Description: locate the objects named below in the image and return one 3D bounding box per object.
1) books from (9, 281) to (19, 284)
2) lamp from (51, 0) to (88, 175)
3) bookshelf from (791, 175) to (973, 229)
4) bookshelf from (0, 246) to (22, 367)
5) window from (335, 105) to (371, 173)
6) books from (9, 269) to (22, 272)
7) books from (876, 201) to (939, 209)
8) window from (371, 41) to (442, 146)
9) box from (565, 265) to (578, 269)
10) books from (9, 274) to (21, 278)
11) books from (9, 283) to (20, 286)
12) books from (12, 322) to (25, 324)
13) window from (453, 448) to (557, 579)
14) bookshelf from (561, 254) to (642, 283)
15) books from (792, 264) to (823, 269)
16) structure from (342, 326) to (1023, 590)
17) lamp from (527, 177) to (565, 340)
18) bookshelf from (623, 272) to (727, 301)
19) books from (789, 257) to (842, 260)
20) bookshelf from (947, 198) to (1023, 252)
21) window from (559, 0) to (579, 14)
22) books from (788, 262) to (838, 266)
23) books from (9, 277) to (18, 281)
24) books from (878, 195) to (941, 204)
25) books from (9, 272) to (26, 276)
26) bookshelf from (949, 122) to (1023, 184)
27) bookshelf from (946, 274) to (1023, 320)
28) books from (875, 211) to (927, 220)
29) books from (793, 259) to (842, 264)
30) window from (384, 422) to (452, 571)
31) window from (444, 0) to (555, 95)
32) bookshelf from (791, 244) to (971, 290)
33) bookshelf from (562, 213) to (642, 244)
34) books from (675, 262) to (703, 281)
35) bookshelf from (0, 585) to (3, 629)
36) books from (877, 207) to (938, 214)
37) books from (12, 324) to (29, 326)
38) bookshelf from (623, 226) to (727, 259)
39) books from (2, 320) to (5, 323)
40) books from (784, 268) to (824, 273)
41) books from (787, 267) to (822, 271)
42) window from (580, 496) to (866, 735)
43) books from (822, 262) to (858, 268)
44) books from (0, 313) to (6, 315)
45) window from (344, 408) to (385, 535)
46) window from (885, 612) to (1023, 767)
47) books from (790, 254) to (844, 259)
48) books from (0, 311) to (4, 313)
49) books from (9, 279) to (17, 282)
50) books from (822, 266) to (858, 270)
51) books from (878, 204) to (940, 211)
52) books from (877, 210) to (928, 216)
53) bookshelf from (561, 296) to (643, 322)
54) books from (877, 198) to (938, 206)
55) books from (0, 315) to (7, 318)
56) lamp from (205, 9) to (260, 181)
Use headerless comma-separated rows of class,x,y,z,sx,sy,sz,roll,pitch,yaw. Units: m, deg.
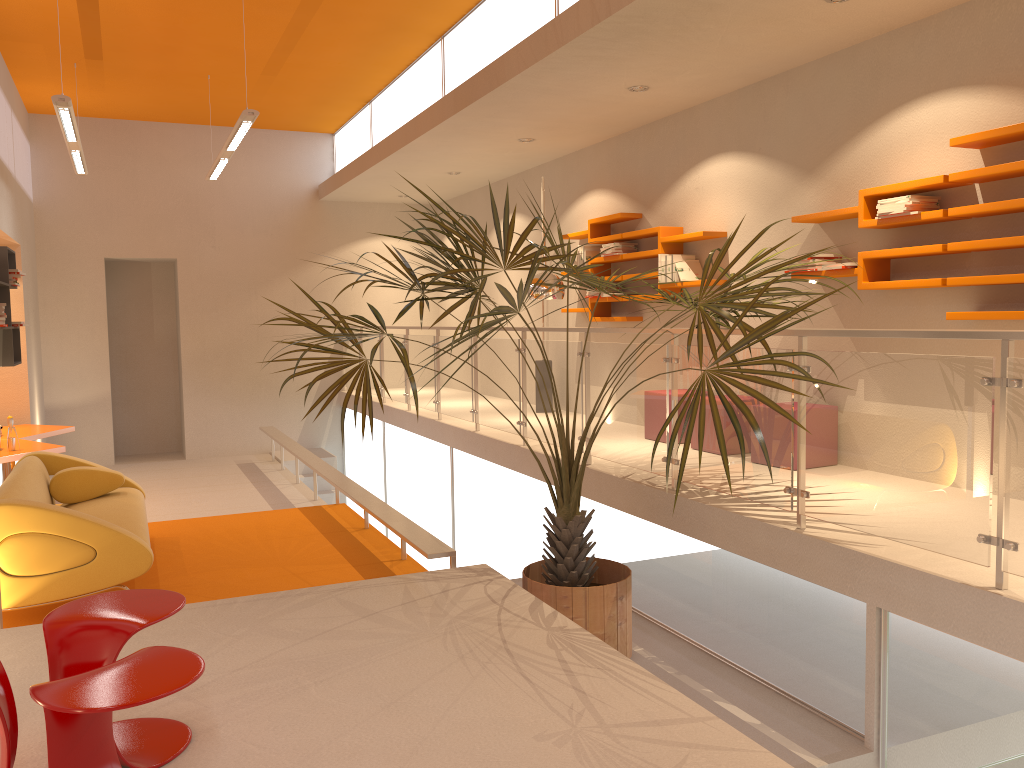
books,-3.480,-0.688,6.032,0.190,0.011,0.268,-3,5,-22
lamp,-3.663,-2.497,7.354,0.120,1.052,3.195,-3,5,-23
bookshelf,2.118,-1.021,5.194,0.220,0.220,1.150,-3,5,-23
bookshelf,-3.218,-0.473,5.333,0.252,0.790,2.000,-3,5,-23
window,-2.013,-2.987,11.184,0.006,0.660,1.894,-3,5,-23
books,-3.467,-0.764,6.016,0.226,0.017,0.230,-3,5,-23
books,2.199,-0.991,4.934,0.227,0.017,0.230,-3,5,-28
window,-1.118,-2.849,9.142,0.006,0.660,2.494,-3,5,-23
box,0.651,-1.104,8.432,0.232,0.047,0.232,-3,5,-23
books,-3.472,-0.733,6.031,0.230,0.017,0.226,-3,5,-28
books,-3.479,-0.676,6.029,0.210,0.013,0.297,-3,5,-23
books,-3.464,-0.415,6.049,0.226,0.017,0.230,-3,5,-23
window,0.584,1.953,3.982,0.481,5.399,8.922,-2,4,-11
bookshelf,0.808,-1.046,8.204,0.220,0.220,1.150,-3,5,-23
books,1.899,-0.740,5.612,0.190,0.015,0.254,-3,5,-27
structure,-0.046,-0.014,7.216,0.195,0.900,11.050,-3,5,-23
lamp,0.266,-0.772,8.172,0.315,2.259,2.077,-1,4,-1
bookshelf,1.284,-0.794,7.138,0.220,0.220,1.150,-3,5,-23
books,1.917,-0.787,5.603,0.254,0.015,0.190,-2,4,-17
bookshelf,2.595,-0.770,4.128,0.220,0.220,1.150,-3,5,-23
window,0.872,-2.542,4.604,0.006,0.660,2.794,-3,5,-23
books,1.899,-0.755,5.603,0.190,0.015,0.254,-3,5,-22
books,-3.485,-0.716,6.031,0.190,0.015,0.254,-3,5,-22
books,2.212,-1.023,4.938,0.230,0.017,0.226,-3,5,-23
books,-3.468,-0.749,6.031,0.254,0.015,0.190,-2,4,-17
bookshelf,2.589,-1.125,4.101,0.220,0.220,1.150,-3,5,-23
bookshelf,2.601,-0.414,4.155,0.220,0.220,1.150,-3,5,-23
books,2.211,-0.934,4.927,0.210,0.013,0.297,-3,5,-23
books,1.912,-0.771,5.603,0.230,0.017,0.227,-3,5,-28
window,-0.994,2.392,9.450,0.006,3.760,2.311,-3,5,-23
window,-0.153,-2.700,6.942,0.006,0.660,2.241,-3,5,-23
bookshelf,2.124,-0.664,5.221,0.220,0.220,1.150,-3,5,-23
bookshelf,0.802,-1.401,8.177,0.220,0.220,1.150,-3,5,-23
books,1.382,-0.870,6.871,0.230,0.150,0.091,-3,5,-23
bookshelf,-2.031,0.380,2.761,0.322,2.145,3.370,-3,5,-21
books,2.194,-0.958,4.923,0.254,0.015,0.190,-3,5,-27
books,-3.465,-0.400,6.064,0.254,0.015,0.190,-2,4,-17
bookshelf,1.278,-1.150,7.111,0.220,0.220,1.150,-3,5,-23
books,-3.210,-0.380,5.413,0.190,0.015,0.254,-4,5,-32
books,1.905,-0.714,5.601,0.210,0.013,0.297,-3,5,-23
books,1.904,-0.727,5.604,0.190,0.011,0.268,-3,5,-22
window,1.076,0.836,2.769,0.908,1.393,6.719,-1,4,-4
books,2.034,-0.714,5.330,0.226,0.017,0.230,-3,5,-23
books,-3.219,-0.426,5.421,0.210,0.013,0.297,-3,5,-28
window,-1.890,2.254,11.492,0.006,3.760,2.078,-3,5,-23
window,1.712,2.522,1.493,0.993,4.599,4.234,0,4,8
books,1.917,-0.802,5.588,0.226,0.017,0.230,-3,5,-23
books,-3.217,-0.438,5.416,0.190,0.011,0.268,-3,5,-27
books,-3.485,-0.702,6.040,0.190,0.015,0.254,-3,5,-27
books,2.033,-0.699,5.345,0.254,0.015,0.190,-2,4,-17
books,2.202,-0.974,4.922,0.254,0.015,0.190,-3,5,-22
books,2.203,-0.946,4.929,0.268,0.011,0.190,-3,5,-22
bookshelf,0.814,-0.689,8.231,0.220,0.220,1.150,-3,5,-23
books,2.199,-1.007,4.938,0.190,0.015,0.254,-2,4,-17
books,-3.225,-0.411,5.415,0.230,0.017,0.226,-4,5,-33
lamp,-2.537,-2.552,7.843,0.120,1.052,3.195,-3,5,-23
